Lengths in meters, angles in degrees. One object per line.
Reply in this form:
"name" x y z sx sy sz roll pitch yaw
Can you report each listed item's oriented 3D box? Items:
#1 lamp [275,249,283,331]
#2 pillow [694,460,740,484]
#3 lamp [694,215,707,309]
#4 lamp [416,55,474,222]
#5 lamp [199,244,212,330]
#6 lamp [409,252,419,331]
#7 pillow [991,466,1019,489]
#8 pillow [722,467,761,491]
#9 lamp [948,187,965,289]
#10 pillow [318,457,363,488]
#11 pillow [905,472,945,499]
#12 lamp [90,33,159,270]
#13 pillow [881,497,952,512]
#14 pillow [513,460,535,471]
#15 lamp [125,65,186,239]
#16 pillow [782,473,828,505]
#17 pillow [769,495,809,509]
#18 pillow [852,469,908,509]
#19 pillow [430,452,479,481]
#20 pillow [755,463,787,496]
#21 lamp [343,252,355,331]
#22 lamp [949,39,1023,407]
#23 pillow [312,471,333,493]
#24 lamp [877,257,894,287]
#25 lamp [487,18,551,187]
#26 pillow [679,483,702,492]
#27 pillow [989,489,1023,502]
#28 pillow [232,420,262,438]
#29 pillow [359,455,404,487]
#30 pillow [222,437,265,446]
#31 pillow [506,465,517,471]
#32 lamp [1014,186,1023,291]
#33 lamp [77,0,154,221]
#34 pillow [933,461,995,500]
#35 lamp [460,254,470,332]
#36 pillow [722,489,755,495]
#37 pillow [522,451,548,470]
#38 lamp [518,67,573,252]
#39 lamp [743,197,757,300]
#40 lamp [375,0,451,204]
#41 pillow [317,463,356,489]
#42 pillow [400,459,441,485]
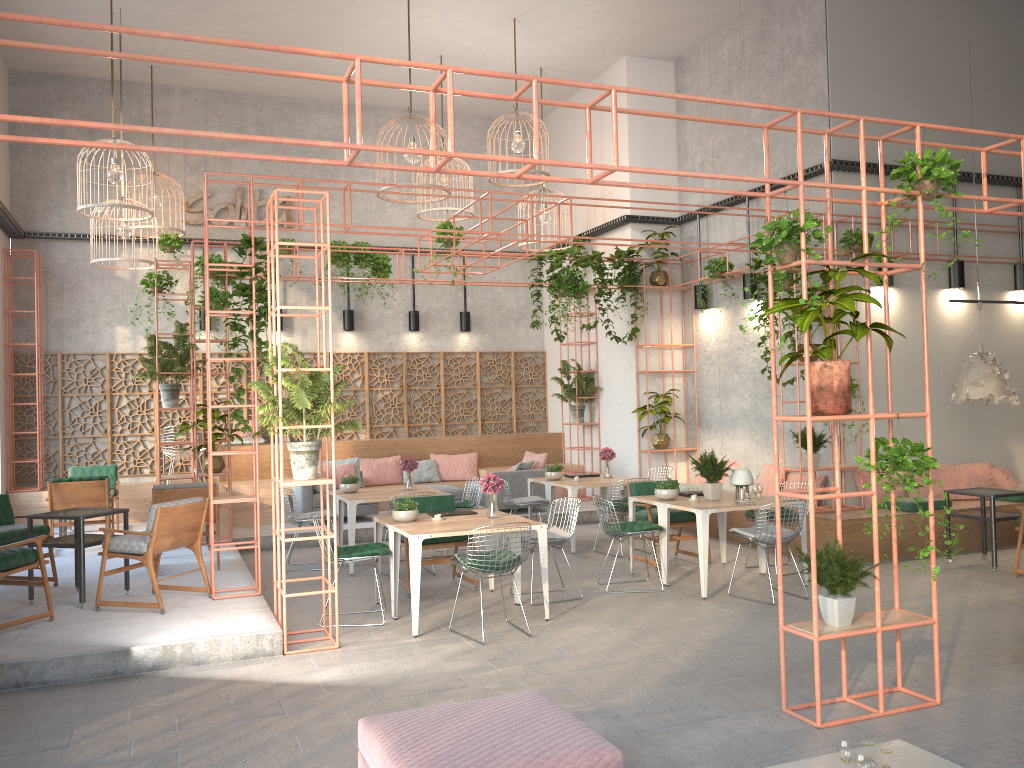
"lamp" -4.031 -1.632 15.166 0.185 1.436 0.185 -2 -1 19
"pillow" 3.032 1.352 13.174 0.276 0.474 0.839 -1 -1 -31
"lamp" 2.845 -1.853 13.441 0.185 1.425 0.179 -1 -1 -22
"lamp" -1.077 -4.341 13.795 0.883 3.476 0.883 -2 -1 31
"lamp" -5.114 -1.613 14.736 0.185 1.436 0.185 -2 -1 19
"lamp" -1.788 -1.672 16.056 0.185 1.436 0.185 -2 -1 19
"pillow" 6.356 1.281 11.614 0.666 0.385 0.289 -1 -1 -26
"pillow" 3.250 1.383 12.568 0.289 0.385 0.666 -1 -1 -26
"lamp" 5.824 -1.967 11.651 0.179 1.425 0.185 -1 -1 -22
"pillow" -2.745 1.393 13.697 0.839 0.474 0.276 -1 -1 -21
"pillow" 5.164 1.303 11.141 0.666 0.385 0.289 -1 -1 -26
"lamp" -5.475 -3.400 12.486 0.883 3.476 0.883 -2 -1 31
"pillow" 4.818 1.439 10.568 0.637 0.149 0.491 -1 -1 -21
"pillow" 0.136 1.366 13.709 0.308 0.349 0.495 -2 -1 28
"lamp" -5.610 -4.088 13.879 0.883 3.476 0.883 -2 -1 31
"pillow" 3.722 1.346 11.377 0.289 0.385 0.666 -1 -1 -26
"pillow" 3.378 1.489 11.163 0.491 0.149 0.637 -1 -1 -21
"pillow" 4.558 1.268 10.925 0.839 0.474 0.276 -1 -1 -31
"pillow" -0.997 1.431 15.264 0.839 0.474 0.276 -1 -1 -1
"pillow" 3.464 1.316 11.968 0.276 0.474 0.839 -1 -1 -1
"lamp" -2.892 -1.653 15.617 0.185 1.436 0.185 -2 -1 19
"lamp" 6.753 -1.800 10.375 4.456 4.052 0.704 -1 -1 -22
"pillow" -2.809 1.466 13.184 0.307 0.324 0.499 -2 -1 14
"lamp" 4.701 -1.947 11.205 0.179 1.425 0.185 -1 -1 -22
"lamp" 0.056 -4.615 12.534 0.883 3.476 0.883 -2 -1 31
"pillow" 2.617 1.548 13.083 0.491 0.149 0.637 -1 -1 -21
"pillow" 6.427 1.410 11.206 0.637 0.149 0.491 -1 -1 -21
"pillow" -4.419 0.747 14.800 0.499 0.324 0.307 -1 -1 -6
"pillow" -2.188 1.452 14.792 0.839 0.474 0.276 -1 -1 -31
"pillow" -4.391 0.946 14.505 0.637 0.149 0.491 -1 -1 -21
"pillow" 0.021 1.397 14.148 0.441 0.317 0.479 -1 -2 -40
"lamp" 6.937 -1.987 12.093 0.179 1.425 0.185 -1 -1 -22
"lamp" -5.025 -3.873 11.192 0.883 3.476 0.883 -2 -1 31
"pillow" 5.764 1.245 11.357 0.839 0.474 0.276 -1 -1 -1
"lamp" -0.878 -1.689 16.417 0.179 1.436 0.185 -1 -1 -22
"pillow" 3.003 1.518 12.109 0.491 0.149 0.637 -1 -1 -21
"pillow" 0.312 1.325 14.138 0.273 0.476 0.836 -1 -1 -21
"lamp" 0.503 -3.952 14.385 0.883 3.476 0.883 -2 -1 31
"lamp" 3.290 -1.887 12.319 0.185 1.425 0.179 -1 -1 -22
"lamp" -1.214 -3.985 10.602 0.883 3.476 0.883 -2 -1 31
"pillow" -2.701 1.421 13.551 0.666 0.385 0.289 -1 -1 -21
"pillow" -1.554 1.487 15.019 0.666 0.385 0.289 -1 -1 -26
